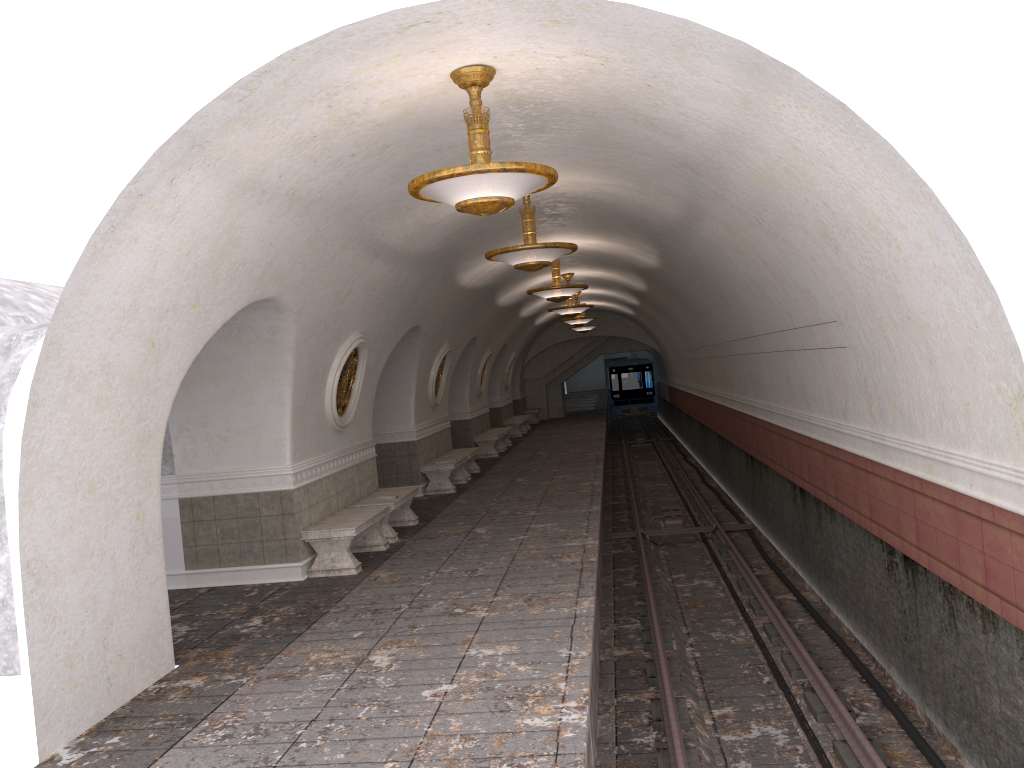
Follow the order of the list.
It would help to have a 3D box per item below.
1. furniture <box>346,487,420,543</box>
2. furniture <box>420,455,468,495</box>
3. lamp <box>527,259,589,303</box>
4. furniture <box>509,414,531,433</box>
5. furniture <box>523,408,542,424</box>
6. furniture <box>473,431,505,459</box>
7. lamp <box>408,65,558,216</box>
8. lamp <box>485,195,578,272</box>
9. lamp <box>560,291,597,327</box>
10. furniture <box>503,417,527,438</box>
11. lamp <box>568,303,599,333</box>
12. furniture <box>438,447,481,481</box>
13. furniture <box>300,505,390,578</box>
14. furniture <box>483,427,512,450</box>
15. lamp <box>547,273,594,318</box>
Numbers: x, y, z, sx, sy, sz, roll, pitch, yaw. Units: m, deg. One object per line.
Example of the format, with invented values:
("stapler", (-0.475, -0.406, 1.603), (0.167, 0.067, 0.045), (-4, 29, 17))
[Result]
("furniture", (-1.677, 1.750, 11.861), (0.613, 0.508, 1.509), (-5, 1, 6))
("furniture", (-1.202, 1.652, 16.161), (0.613, 0.508, 1.509), (-5, 1, 6))
("lamp", (0.716, -1.792, 14.395), (1.008, 0.955, 1.008), (-5, 1, -10))
("furniture", (0.294, 1.341, 29.740), (0.613, 0.508, 1.509), (-5, 1, 6))
("furniture", (0.801, 1.236, 34.332), (0.613, 0.508, 1.509), (-5, 1, 6))
("furniture", (-0.543, 1.515, 22.144), (0.613, 0.508, 1.509), (-5, 1, 6))
("lamp", (-0.217, -1.598, 5.931), (1.008, 0.955, 1.008), (-6, 1, -38))
("lamp", (0.183, -1.681, 9.563), (1.008, 0.955, 1.008), (-5, 1, -10))
("lamp", (1.774, -2.011, 23.992), (1.008, 0.955, 1.008), (-5, 1, 22))
("furniture", (0.110, 1.379, 28.069), (0.613, 0.508, 1.509), (-5, 1, 6))
("lamp", (2.303, -2.121, 28.792), (1.008, 0.955, 1.008), (-6, 1, -38))
("furniture", (-1.018, 1.614, 17.832), (0.613, 0.508, 1.509), (-5, 1, 6))
("furniture", (-1.861, 1.788, 10.190), (0.613, 0.508, 1.509), (-5, 1, 6))
("furniture", (-0.359, 1.477, 23.815), (0.613, 0.508, 1.509), (-5, 1, 6))
("lamp", (1.245, -1.902, 19.194), (1.008, 0.955, 1.008), (-5, 1, 22))
